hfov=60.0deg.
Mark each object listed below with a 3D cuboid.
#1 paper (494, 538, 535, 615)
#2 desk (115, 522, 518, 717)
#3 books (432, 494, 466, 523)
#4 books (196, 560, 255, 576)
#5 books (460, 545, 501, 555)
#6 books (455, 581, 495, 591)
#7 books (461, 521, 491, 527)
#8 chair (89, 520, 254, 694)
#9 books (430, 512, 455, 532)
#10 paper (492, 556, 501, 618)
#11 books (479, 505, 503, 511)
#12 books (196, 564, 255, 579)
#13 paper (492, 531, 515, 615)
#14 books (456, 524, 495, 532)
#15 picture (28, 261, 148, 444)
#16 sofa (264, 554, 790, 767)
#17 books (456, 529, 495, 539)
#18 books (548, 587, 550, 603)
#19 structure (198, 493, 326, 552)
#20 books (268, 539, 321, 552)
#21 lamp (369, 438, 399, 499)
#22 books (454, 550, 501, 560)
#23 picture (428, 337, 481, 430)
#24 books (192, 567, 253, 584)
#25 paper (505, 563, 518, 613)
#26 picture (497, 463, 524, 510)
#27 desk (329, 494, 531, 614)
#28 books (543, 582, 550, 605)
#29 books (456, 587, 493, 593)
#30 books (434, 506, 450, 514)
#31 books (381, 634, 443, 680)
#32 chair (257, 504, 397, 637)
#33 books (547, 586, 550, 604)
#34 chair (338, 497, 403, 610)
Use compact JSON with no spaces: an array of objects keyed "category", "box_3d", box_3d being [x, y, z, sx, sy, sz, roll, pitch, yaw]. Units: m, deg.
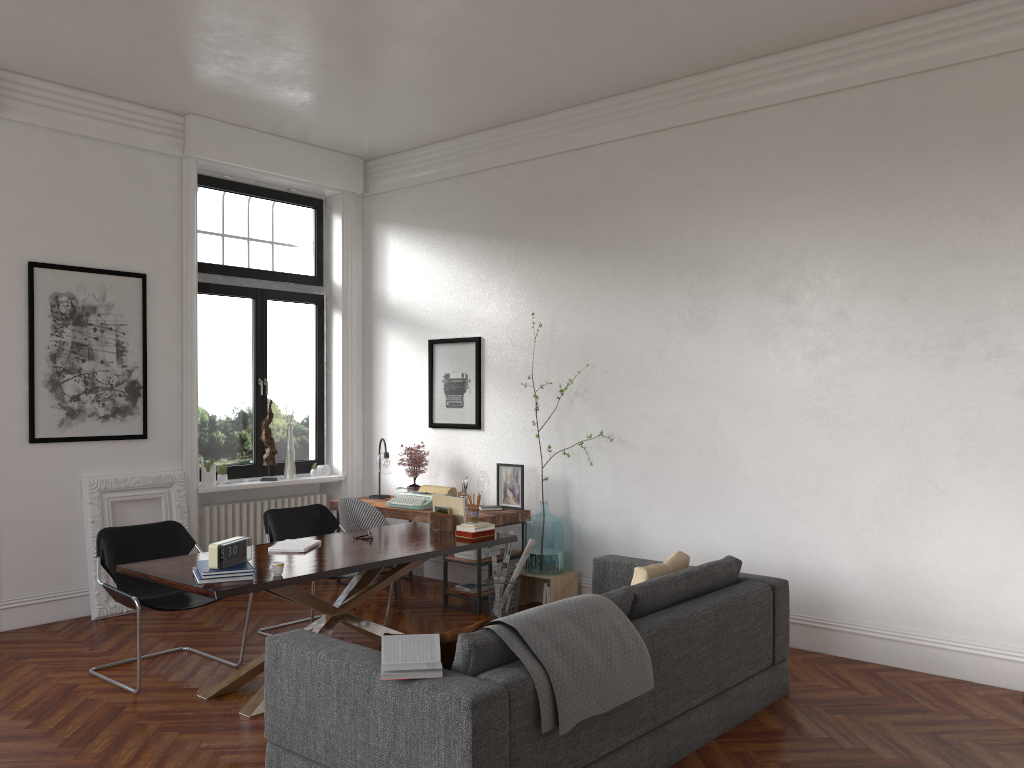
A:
[{"category":"paper","box_3d":[0.021,1.464,6.708,0.330,0.610,0.047,0,0,21]},{"category":"desk","box_3d":[-1.069,1.378,5.388,1.030,0.751,2.226,0,-1,41]},{"category":"books","box_3d":[-0.438,0.895,6.184,0.310,0.239,0.043,0,0,40]},{"category":"books","box_3d":[-1.485,0.941,4.582,0.250,0.017,0.344,0,-1,-24]},{"category":"books","box_3d":[-0.272,1.313,7.061,0.225,0.038,0.309,-1,-1,41]},{"category":"books","box_3d":[-0.289,1.615,7.090,0.268,0.014,0.196,1,-1,-38]},{"category":"books","box_3d":[-0.241,0.935,5.924,0.128,0.008,0.159,-1,-1,42]},{"category":"chair","box_3d":[-2.102,1.320,5.406,0.745,0.872,0.752,0,0,41]},{"category":"books","box_3d":[-0.478,0.951,6.103,0.221,0.125,0.028,0,0,41]},{"category":"paper","box_3d":[-0.115,1.539,6.719,0.073,0.479,0.033,0,1,-13]},{"category":"books","box_3d":[-0.193,1.017,7.276,0.213,0.031,0.129,0,-1,-12]},{"category":"books","box_3d":[-1.485,0.958,4.583,0.250,0.017,0.344,0,-1,-24]},{"category":"paper","box_3d":[-0.066,1.468,6.891,0.047,0.626,0.294,0,0,33]},{"category":"books","box_3d":[-0.241,0.954,5.908,0.164,0.028,0.207,-1,-1,39]},{"category":"picture","box_3d":[-3.221,-0.224,6.776,0.035,1.323,0.882,0,0,41]},{"category":"sofa","box_3d":[0.246,1.372,4.437,1.262,0.829,2.645,0,-1,41]},{"category":"books","box_3d":[-0.242,0.988,5.899,0.159,0.040,0.215,-1,-1,43]},{"category":"books","box_3d":[0.336,1.661,6.799,0.012,0.232,0.170,0,0,41]},{"category":"structure","box_3d":[-2.308,1.456,8.220,0.225,0.778,1.453,0,0,41]},{"category":"books","box_3d":[-1.331,0.995,5.452,0.231,0.026,0.325,0,-1,6]},{"category":"lamp","box_3d":[-1.169,0.767,8.046,0.207,0.550,0.441,0,0,-26]},{"category":"books","box_3d":[-0.272,1.348,7.049,0.225,0.038,0.309,-1,-1,40]},{"category":"picture","box_3d":[-0.517,-0.006,7.989,0.634,0.816,0.050,0,0,41]},{"category":"books","box_3d":[-1.499,0.980,4.585,0.264,0.027,0.347,0,-1,-24]},{"category":"paper","box_3d":[-0.003,1.583,6.863,0.126,0.388,0.026,0,1,-27]},{"category":"picture","box_3d":[-0.015,0.847,7.338,0.282,0.369,0.023,0,0,41]},{"category":"desk","box_3d":[-0.740,1.415,7.588,1.798,0.758,0.647,0,0,41]},{"category":"books","box_3d":[0.307,1.649,6.833,0.054,0.257,0.187,0,0,41]},{"category":"books","box_3d":[-0.289,1.630,7.091,0.196,0.014,0.268,-1,-1,39]},{"category":"books","box_3d":[-0.481,0.929,6.165,0.128,0.157,0.041,0,0,41]},{"category":"books","box_3d":[-0.383,1.027,3.363,0.225,0.096,0.278,0,-1,-8]},{"category":"chair","box_3d":[-1.336,1.332,6.299,0.745,0.872,0.752,0,0,41]},{"category":"books","box_3d":[0.325,1.661,6.808,0.012,0.232,0.170,0,0,41]},{"category":"chair","box_3d":[-1.111,1.335,7.127,0.716,0.900,0.547,0,0,33]}]
